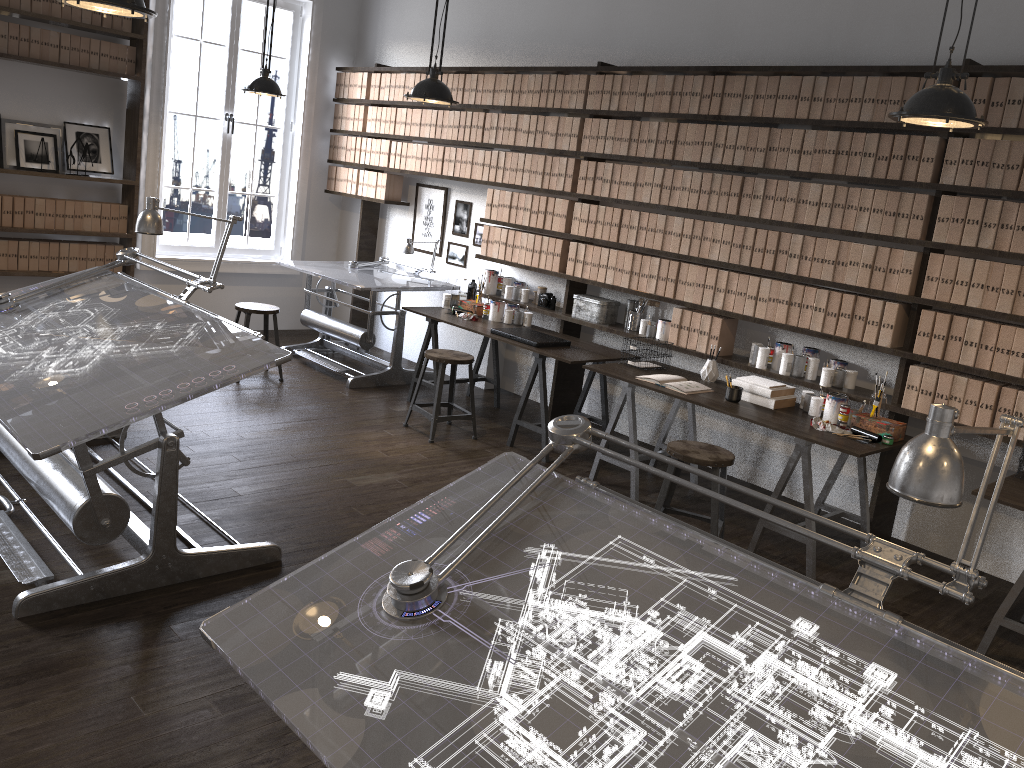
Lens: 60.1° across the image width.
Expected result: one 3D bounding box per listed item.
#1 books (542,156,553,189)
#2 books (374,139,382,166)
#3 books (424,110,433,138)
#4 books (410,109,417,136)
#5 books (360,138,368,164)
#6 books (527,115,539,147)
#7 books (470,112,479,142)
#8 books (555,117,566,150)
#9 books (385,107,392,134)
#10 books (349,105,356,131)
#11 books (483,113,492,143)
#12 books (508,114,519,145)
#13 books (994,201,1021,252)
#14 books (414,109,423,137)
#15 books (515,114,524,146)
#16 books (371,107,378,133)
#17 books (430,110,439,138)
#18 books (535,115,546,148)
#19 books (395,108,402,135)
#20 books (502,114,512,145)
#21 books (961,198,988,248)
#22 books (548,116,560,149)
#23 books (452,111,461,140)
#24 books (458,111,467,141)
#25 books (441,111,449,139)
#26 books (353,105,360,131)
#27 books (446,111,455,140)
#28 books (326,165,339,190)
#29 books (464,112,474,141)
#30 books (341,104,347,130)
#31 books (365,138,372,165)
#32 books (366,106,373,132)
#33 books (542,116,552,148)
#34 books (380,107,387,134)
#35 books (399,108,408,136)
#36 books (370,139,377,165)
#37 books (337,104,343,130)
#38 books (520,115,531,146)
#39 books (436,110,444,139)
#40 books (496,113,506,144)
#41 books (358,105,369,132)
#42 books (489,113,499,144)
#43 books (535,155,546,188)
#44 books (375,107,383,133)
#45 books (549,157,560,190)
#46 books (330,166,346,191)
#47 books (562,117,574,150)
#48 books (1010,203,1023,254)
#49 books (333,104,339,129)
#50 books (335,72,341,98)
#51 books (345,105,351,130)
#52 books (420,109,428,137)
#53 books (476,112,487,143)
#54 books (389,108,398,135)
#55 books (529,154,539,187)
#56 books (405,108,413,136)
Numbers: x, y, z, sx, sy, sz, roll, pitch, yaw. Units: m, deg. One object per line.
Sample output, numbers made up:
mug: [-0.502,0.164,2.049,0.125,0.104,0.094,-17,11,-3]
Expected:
books: [0.306,-1.465,6.169,0.175,0.223,0.067,-3,15,-44]
books: [-1.084,-1.980,7.617,0.175,0.223,0.067,-3,15,-44]
books: [-0.604,-2.073,7.104,0.175,0.223,0.067,-3,15,-44]
books: [-0.735,-2.123,7.244,0.175,0.223,0.067,-3,15,-44]
books: [-1.231,-2.033,7.763,0.175,0.223,0.067,-3,15,-44]
books: [0.204,-1.773,6.258,0.175,0.224,0.067,-3,15,-44]
books: [-0.219,-1.932,6.707,0.175,0.223,0.067,-3,15,-44]
books: [0.394,-1.704,6.065,0.175,0.223,0.067,-3,15,-44]
books: [-0.979,-2.214,7.500,0.175,0.223,0.067,-3,15,-44]
books: [-1.353,-2.356,7.880,0.175,0.224,0.067,-3,15,-44]
books: [-0.118,-1.894,6.602,0.175,0.223,0.067,-3,15,-44]
books: [0.067,-1.823,6.399,0.175,0.224,0.067,-3,15,-44]
books: [2.308,-0.721,4.081,0.174,0.223,0.067,-3,15,-44]
books: [-0.694,-2.106,7.193,0.175,0.224,0.067,-3,15,-44]
books: [0.115,-1.807,6.355,0.175,0.223,0.067,-3,15,-44]
books: [-1.120,-2.264,7.637,0.175,0.223,0.067,-3,15,-44]
books: [-0.556,-2.055,7.051,0.175,0.224,0.067,-3,15,-44]
books: [0.255,-1.755,6.211,0.175,0.223,0.067,-3,15,-44]
books: [-0.879,-2.177,7.395,0.175,0.223,0.067,-3,15,-44]
books: [0.026,-1.841,6.451,0.175,0.223,0.067,-3,15,-44]
books: [2.207,-0.756,4.177,0.175,0.223,0.067,-3,15,-44]
books: [0.345,-1.720,6.109,0.175,0.224,0.067,-3,15,-44]
books: [-0.367,-1.984,6.851,0.175,0.223,0.067,-3,15,-44]
books: [-0.318,-1.966,6.800,0.175,0.224,0.067,-3,15,-44]
books: [-0.457,-2.020,6.956,0.174,0.223,0.067,-3,15,-44]
books: [-1.303,-2.340,7.837,0.175,0.223,0.067,-3,15,-44]
books: [-0.413,-2.003,6.904,0.174,0.223,0.067,-3,15,-44]
books: [-1.613,-1.896,8.182,0.175,0.223,0.067,-3,15,-44]
books: [-0.272,-1.951,6.758,0.175,0.223,0.067,-3,15,-44]
books: [-1.438,-2.389,7.974,0.175,0.223,0.067,-3,15,-44]
books: [-1.179,-2.015,7.714,0.174,0.223,0.067,-3,15,-44]
books: [-1.167,-2.282,7.691,0.174,0.223,0.067,-3,15,-44]
books: [0.303,-1.738,6.163,0.174,0.223,0.067,-3,15,-44]
books: [-1.025,-2.230,7.545,0.175,0.223,0.067,-3,15,-44]
books: [-0.834,-2.158,7.342,0.174,0.223,0.067,-3,15,-44]
books: [-1.129,-1.998,7.667,0.174,0.223,0.067,-3,15,-44]
books: [-1.489,-2.407,8.024,0.175,0.224,0.067,-3,15,-44]
books: [0.157,-1.791,6.310,0.175,0.223,0.067,-3,15,-44]
books: [-0.506,-2.038,7.004,0.175,0.223,0.067,-3,15,-44]
books: [-0.022,-1.859,6.501,0.174,0.223,0.067,-3,15,-44]
books: [-1.255,-2.322,7.787,0.174,0.223,0.067,-3,15,-44]
books: [-0.073,-1.876,6.548,0.174,0.223,0.067,-3,15,-44]
books: [0.256,-1.481,6.213,0.175,0.224,0.067,-3,15,-44]
books: [-1.071,-2.246,7.586,0.175,0.224,0.067,-3,15,-44]
books: [0.354,-1.447,6.119,0.174,0.223,0.067,-3,15,-44]
books: [-1.566,-1.876,8.125,0.175,0.224,0.067,-3,15,-44]
books: [0.435,-1.688,6.020,0.175,0.223,0.067,-3,15,-44]
books: [2.354,-0.703,4.031,0.175,0.223,0.067,-3,15,-44]
books: [-1.533,-2.425,8.076,0.175,0.223,0.067,-3,15,-44]
books: [-1.508,-2.695,8.031,0.175,0.224,0.067,-3,15,-44]
books: [-1.395,-2.373,7.931,0.175,0.223,0.067,-3,15,-44]
books: [-0.645,-2.089,7.149,0.175,0.223,0.067,-3,15,-44]
books: [-0.173,-1.913,6.651,0.175,0.224,0.067,-3,15,-44]
books: [-0.933,-2.195,7.444,0.175,0.224,0.067,-3,15,-44]
books: [0.214,-1.498,6.263,0.175,0.223,0.067,-3,15,-44]
books: [-0.783,-2.141,7.295,0.174,0.223,0.067,-3,15,-44]
